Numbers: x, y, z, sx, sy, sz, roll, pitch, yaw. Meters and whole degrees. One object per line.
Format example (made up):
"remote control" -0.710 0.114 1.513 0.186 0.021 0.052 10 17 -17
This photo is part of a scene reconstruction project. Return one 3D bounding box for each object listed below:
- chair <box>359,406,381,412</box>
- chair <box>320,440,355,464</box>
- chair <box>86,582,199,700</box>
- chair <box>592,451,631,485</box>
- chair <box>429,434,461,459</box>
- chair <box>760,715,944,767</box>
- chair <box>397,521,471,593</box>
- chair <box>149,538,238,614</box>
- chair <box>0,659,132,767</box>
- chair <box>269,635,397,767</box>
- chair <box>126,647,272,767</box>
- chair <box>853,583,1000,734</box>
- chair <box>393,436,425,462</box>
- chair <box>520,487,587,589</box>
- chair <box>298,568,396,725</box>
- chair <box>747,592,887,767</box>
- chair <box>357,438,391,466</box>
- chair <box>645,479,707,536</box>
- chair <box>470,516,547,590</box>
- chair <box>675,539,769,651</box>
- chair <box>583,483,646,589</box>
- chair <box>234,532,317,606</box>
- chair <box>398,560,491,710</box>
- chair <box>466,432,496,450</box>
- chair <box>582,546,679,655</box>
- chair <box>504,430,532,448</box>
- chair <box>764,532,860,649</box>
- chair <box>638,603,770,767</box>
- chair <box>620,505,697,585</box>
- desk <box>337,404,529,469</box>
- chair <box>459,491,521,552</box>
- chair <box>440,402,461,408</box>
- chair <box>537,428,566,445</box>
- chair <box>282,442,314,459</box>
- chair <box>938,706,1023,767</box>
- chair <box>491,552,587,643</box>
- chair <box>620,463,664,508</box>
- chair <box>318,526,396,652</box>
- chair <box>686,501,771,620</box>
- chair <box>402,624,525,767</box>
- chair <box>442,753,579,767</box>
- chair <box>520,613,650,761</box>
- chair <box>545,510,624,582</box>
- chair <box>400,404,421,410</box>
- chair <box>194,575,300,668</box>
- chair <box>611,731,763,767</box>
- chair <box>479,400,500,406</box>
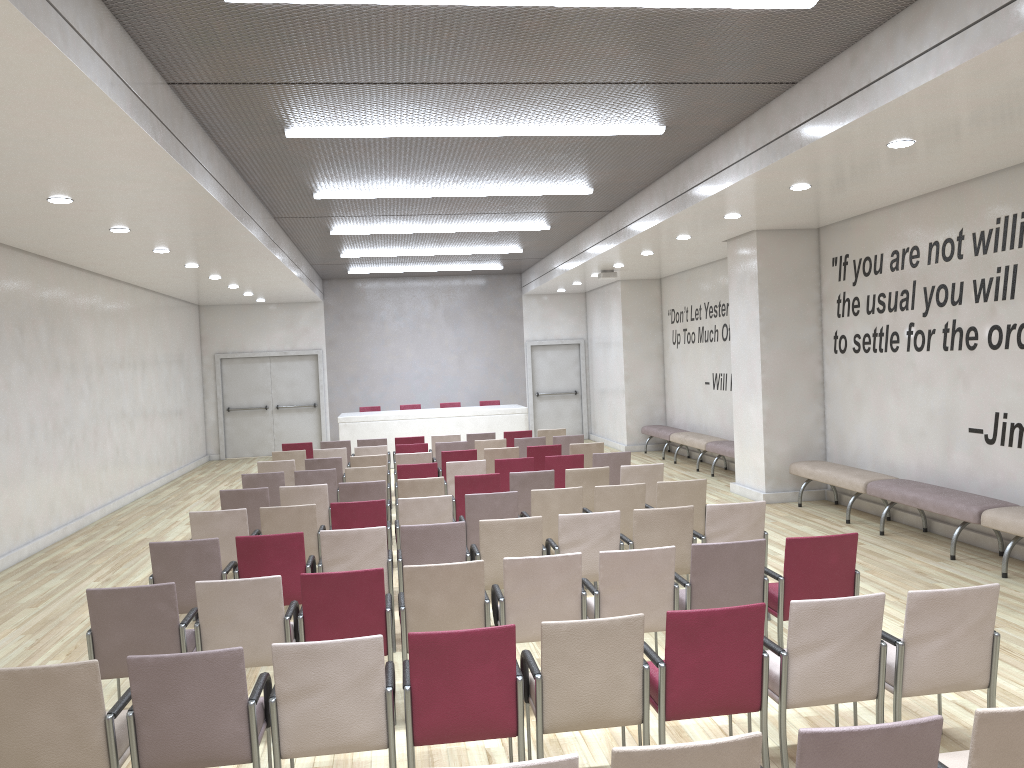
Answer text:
"chair" -2.973 0.933 18.672 0.513 0.890 0.640 -3 2 -8
"chair" -2.659 1.288 13.555 0.513 0.890 0.640 -3 2 -8
"chair" -2.029 1.498 4.965 0.513 0.890 0.640 -3 2 -8
"chair" 1.109 1.213 10.352 0.513 0.890 0.640 -3 2 -8
"chair" -1.022 1.210 13.786 0.513 0.890 0.640 -3 2 -7
"chair" 1.032 1.423 2.885 0.513 0.890 0.640 -3 2 -7
"chair" -0.563 1.395 6.391 0.513 0.890 0.640 -3 2 -8
"chair" -2.193 1.471 6.180 0.513 0.890 0.640 -3 2 -7
"chair" -1.855 1.524 3.739 0.513 0.890 0.640 -3 2 -7
"chair" -0.767 1.473 3.898 0.513 0.890 0.640 -3 2 -7
"chair" -1.315 1.499 3.819 0.513 0.890 0.640 -3 2 -7
"chair" 1.953 1.345 4.261 0.513 0.890 0.640 -3 2 -8
"chair" -1.572 1.236 13.707 0.513 0.890 0.640 -3 2 -8
"chair" 0.356 1.317 7.775 0.513 0.890 0.640 -3 2 -8
"chair" -0.939 1.447 5.096 0.513 0.890 0.640 -3 2 -8
"chair" 1.407 1.370 4.190 0.513 0.890 0.640 -3 2 -9
"chair" -2.123 1.262 13.641 0.513 0.890 0.640 -3 2 -7
"chair" 1.440 1.266 7.924 0.513 0.890 0.640 -3 2 -8
"chair" -0.029 1.370 6.467 0.513 0.890 0.640 -3 2 -8
"chair" 1.234 1.344 5.412 0.513 0.890 0.640 -3 2 -7
"chair" 0.897 1.292 7.833 0.513 0.890 0.640 -3 2 -9
"chair" -1.651 1.446 6.255 0.513 0.890 0.640 -3 2 -8
"chair" -0.398 1.421 5.177 0.513 0.890 0.640 -3 2 -8
"chair" -0.490 1.185 13.850 0.513 0.890 0.640 -3 2 -7
"chair" 0.691 1.370 5.326 0.513 0.890 0.640 -3 2 -8
"chair" 0.068 1.159 13.928 0.513 0.890 0.640 -3 2 -8
"chair" 1.790 1.318 5.470 0.513 0.890 0.640 -3 2 -8
"chair" 0.858 1.396 4.114 0.513 0.890 0.640 -3 2 -8
"chair" 1.065 1.318 6.627 0.513 0.890 0.640 -3 2 -7
"desk" -1.571 1.048 17.752 3.652 1.042 1.456 -3 2 -8
"chair" -0.188 1.343 7.689 0.513 0.890 0.640 -3 2 -7
"chair" -1.274 0.852 18.905 0.513 0.890 0.640 -3 2 -8
"chair" 0.596 1.134 13.995 0.513 0.890 0.640 -3 2 -7
"chair" -3.215 1.314 13.478 0.513 0.890 0.640 -3 2 -8
"chair" 1.579 1.397 2.974 0.513 0.890 0.640 -3 2 -9
"chair" 0.155 1.395 5.264 0.513 0.890 0.640 -3 2 -7
"chair" 1.274 1.239 9.133 0.513 0.890 0.640 -3 2 -9
"chair" -1.102 1.420 6.334 0.513 0.890 0.640 -3 2 -8
"chair" 1.601 1.293 6.696 0.513 0.890 0.640 -3 2 -7
"chair" -0.223 1.447 3.964 0.513 0.890 0.640 -3 2 -7
"chair" -0.052 1.474 2.736 0.513 0.890 0.640 -3 2 -7
"chair" 0.322 1.422 4.034 0.513 0.890 0.640 -3 2 -8
"chair" 0.531 1.343 6.553 0.513 0.890 0.640 -3 2 -7
"chair" -2.124 0.892 18.788 0.513 0.890 0.640 -3 2 -8
"chair" -1.478 1.472 5.025 0.513 0.890 0.640 -3 2 -8
"chair" 0.476 1.449 2.819 0.513 0.890 0.640 -3 2 -8
"chair" -0.425 0.812 19.021 0.513 0.890 0.640 -3 2 -8
